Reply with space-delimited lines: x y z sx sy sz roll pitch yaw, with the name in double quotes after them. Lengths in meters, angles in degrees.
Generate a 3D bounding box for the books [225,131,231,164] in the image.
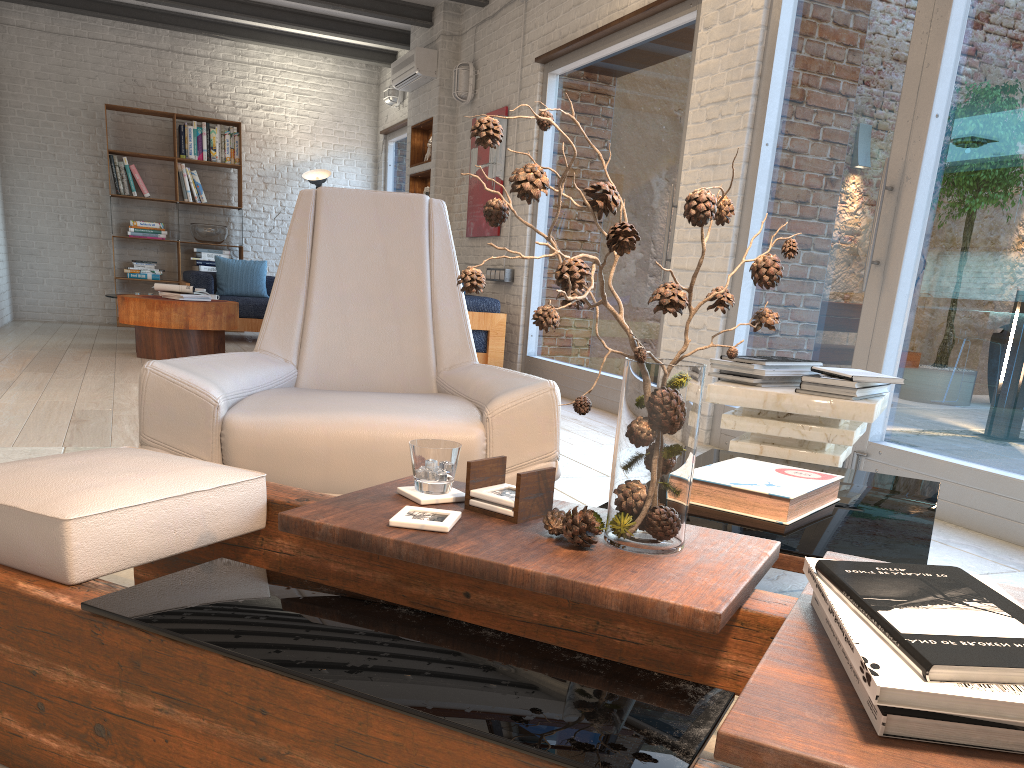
-3.093 -2.550 9.448 0.055 0.343 0.245 -3 15 -24 "books"

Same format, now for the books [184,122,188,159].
-3.478 -2.576 9.293 0.020 0.373 0.261 -3 15 -24 "books"

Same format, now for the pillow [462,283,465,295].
-0.607 -0.627 6.716 0.372 0.341 0.550 10 11 26 "pillow"

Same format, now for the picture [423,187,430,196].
-0.819 -1.791 8.467 0.101 0.254 0.187 -5 16 -32 "picture"

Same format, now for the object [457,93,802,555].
0.120 -0.054 1.156 0.310 0.631 0.531 15 16 36 "object"

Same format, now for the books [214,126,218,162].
-3.197 -2.567 9.404 0.020 0.373 0.261 -3 15 -24 "books"

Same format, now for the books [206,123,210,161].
-3.274 -2.583 9.367 0.036 0.399 0.234 -3 15 -24 "books"

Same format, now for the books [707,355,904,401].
0.965 -0.020 2.758 0.386 0.082 0.552 -2 9 -40 "books"

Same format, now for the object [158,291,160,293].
-3.093 -0.825 7.802 0.186 0.095 0.187 5 8 1 "object"

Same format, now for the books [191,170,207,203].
-3.403 -2.129 9.450 0.158 0.342 0.245 -2 14 -23 "books"

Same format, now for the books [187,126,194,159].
-3.436 -2.559 9.297 0.055 0.343 0.245 -3 15 -24 "books"

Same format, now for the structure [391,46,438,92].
-0.912 -2.888 8.033 0.200 0.228 0.786 -1 9 -24 "structure"

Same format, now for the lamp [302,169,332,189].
-2.008 -1.456 9.861 0.850 1.919 0.495 15 19 36 "lamp"

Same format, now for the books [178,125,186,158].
-3.515 -2.563 9.283 0.055 0.343 0.245 -3 15 -24 "books"

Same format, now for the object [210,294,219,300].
-2.610 -0.750 7.639 0.154 0.059 0.262 0 8 -31 "object"

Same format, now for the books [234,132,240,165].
-3.012 -2.550 9.505 0.055 0.343 0.245 -3 15 -24 "books"

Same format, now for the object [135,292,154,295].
-3.276 -0.818 7.915 0.298 0.028 0.066 -2 10 -45 "object"

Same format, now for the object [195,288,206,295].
-2.656 -0.755 7.417 0.108 0.112 0.103 3 12 -8 "object"

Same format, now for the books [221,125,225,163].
-3.135 -2.579 9.427 0.036 0.399 0.234 -3 15 -24 "books"

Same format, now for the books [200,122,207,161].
-3.304 -2.583 9.343 0.036 0.399 0.234 -3 15 -24 "books"

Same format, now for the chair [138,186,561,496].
-0.413 -0.046 2.465 1.028 1.057 0.932 3 12 -7 "chair"

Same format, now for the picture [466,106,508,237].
-0.218 -1.723 7.221 0.019 0.998 0.715 -3 15 -24 "picture"

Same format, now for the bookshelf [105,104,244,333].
-3.629 -1.720 9.468 1.315 2.290 0.350 -2 17 -23 "bookshelf"

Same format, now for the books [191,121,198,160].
-3.393 -2.586 9.311 0.036 0.399 0.234 -3 15 -24 "books"

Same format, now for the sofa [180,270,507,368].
-1.780 -0.604 7.901 2.077 0.686 3.811 1 8 -24 "sofa"

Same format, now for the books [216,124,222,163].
-3.175 -2.582 9.424 0.036 0.399 0.234 -3 15 -24 "books"

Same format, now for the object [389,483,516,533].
-0.120 0.192 1.439 0.244 0.036 0.267 10 9 38 "object"

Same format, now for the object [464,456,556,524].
-0.003 0.174 1.455 0.112 0.085 0.092 12 13 37 "object"

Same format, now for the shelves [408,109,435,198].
-0.807 -1.806 8.413 0.191 1.484 0.738 -3 16 -24 "shelves"

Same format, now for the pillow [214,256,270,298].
-2.816 -1.106 9.091 0.554 0.425 0.214 0 15 -24 "pillow"

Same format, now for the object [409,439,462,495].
-0.134 0.145 1.508 0.090 0.088 0.088 10 12 25 "object"

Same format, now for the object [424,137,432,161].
-0.763 -2.217 8.251 0.112 0.252 0.207 0 13 -16 "object"

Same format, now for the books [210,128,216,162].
-3.227 -2.552 9.380 0.055 0.343 0.245 -3 15 -24 "books"

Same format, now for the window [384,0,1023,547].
1.265 -2.946 4.488 0.645 6.651 11.897 -3 11 -24 "window"

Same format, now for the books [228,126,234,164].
-3.049 -2.577 9.464 0.036 0.399 0.234 -3 15 -24 "books"

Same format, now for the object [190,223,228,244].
-3.350 -1.655 9.643 0.400 0.209 0.389 7 9 17 "object"
